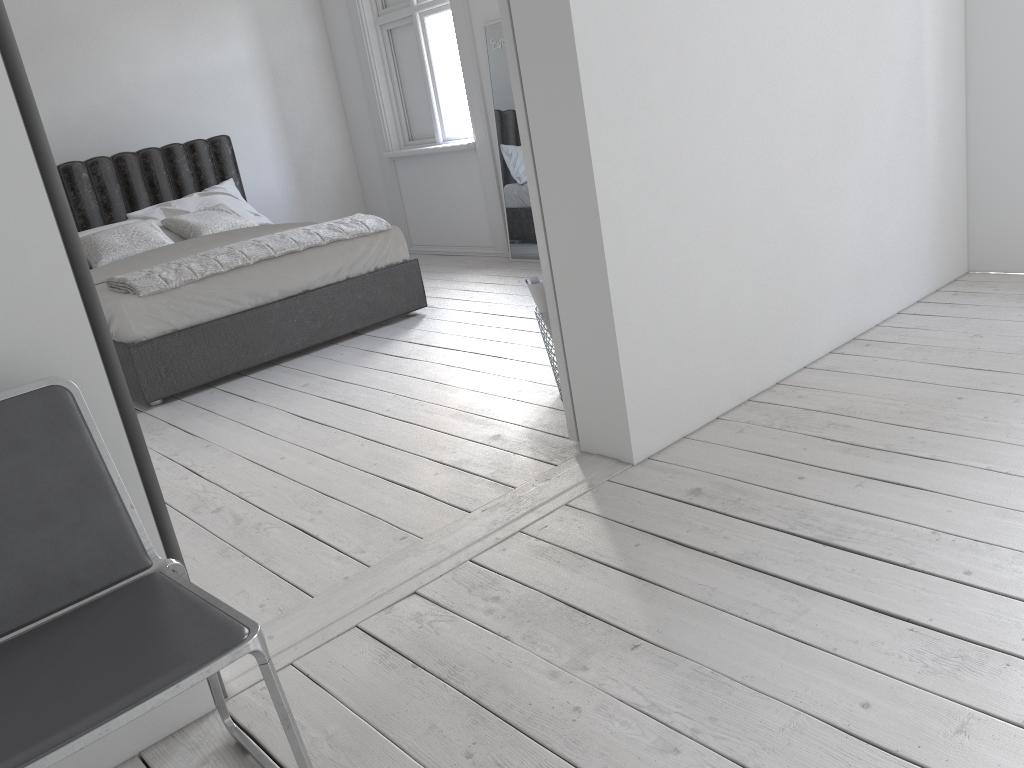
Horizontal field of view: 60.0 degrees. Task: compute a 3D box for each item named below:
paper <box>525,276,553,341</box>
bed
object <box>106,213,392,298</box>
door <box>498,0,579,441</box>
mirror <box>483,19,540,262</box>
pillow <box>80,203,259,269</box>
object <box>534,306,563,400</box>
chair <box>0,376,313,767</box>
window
[{"bbox_3d":[0.274,-0.344,3.194,0.431,0.793,0.181,-9,18,4],"label":"paper"},{"bbox_3d":[-1.863,-0.828,5.223,1.889,1.167,2.177,-24,22,-36],"label":"bed"},{"bbox_3d":[-1.316,-0.693,4.593,1.461,0.104,0.405,-24,23,-36],"label":"object"},{"bbox_3d":[0.214,-1.022,2.733,0.034,2.324,0.678,6,24,40],"label":"door"},{"bbox_3d":[0.128,-1.562,5.744,0.145,1.553,0.669,-24,22,-36],"label":"mirror"},{"bbox_3d":[-2.127,-0.941,5.547,0.415,0.225,1.147,7,25,42],"label":"pillow"},{"bbox_3d":[0.294,-0.139,3.285,0.375,0.350,0.374,-23,22,-34],"label":"object"},{"bbox_3d":[-0.673,0.450,1.315,0.562,0.797,0.525,-24,22,-36],"label":"chair"},{"bbox_3d":[-0.651,-2.524,6.481,0.079,1.535,1.047,-24,22,-36],"label":"window"}]
